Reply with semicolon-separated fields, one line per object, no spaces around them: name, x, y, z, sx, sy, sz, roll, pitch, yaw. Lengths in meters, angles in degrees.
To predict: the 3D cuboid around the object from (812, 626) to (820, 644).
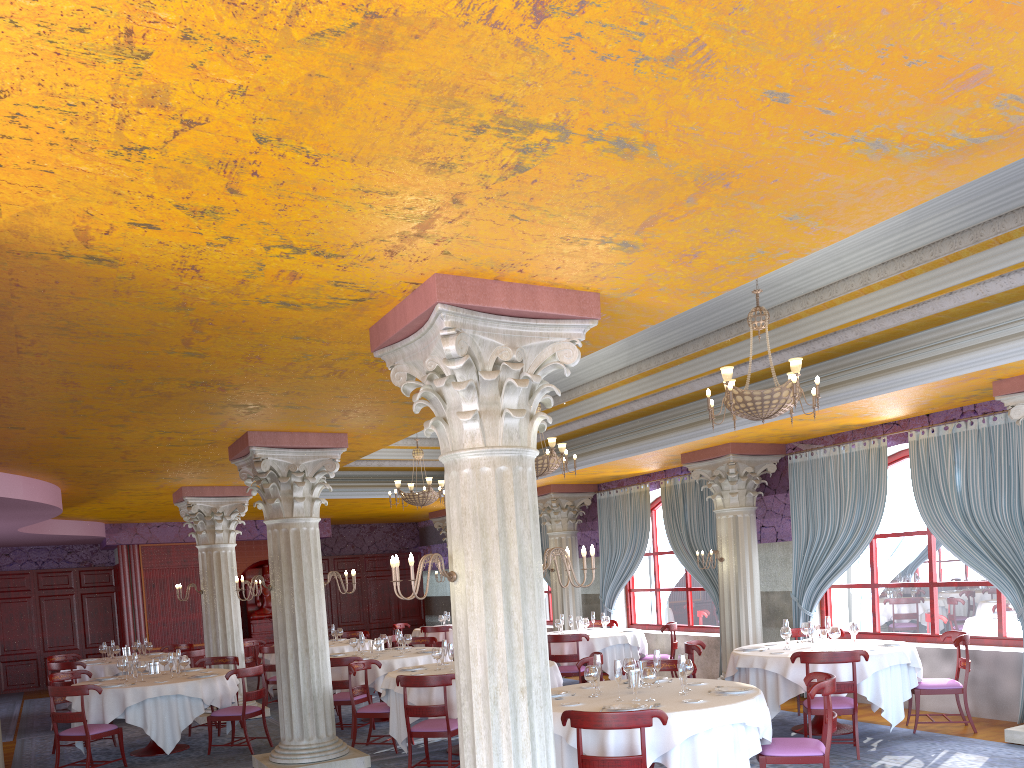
object;3.515;2.907;9.937;0.072;0.212;0.143;-3;-1;41

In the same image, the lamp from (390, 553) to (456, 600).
lamp;-0.541;1.148;5.117;0.381;0.273;0.345;3;-9;-41

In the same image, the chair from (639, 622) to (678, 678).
chair;2.381;4.425;13.891;0.649;1.093;0.749;-4;-2;16

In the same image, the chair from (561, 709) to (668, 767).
chair;0.757;2.792;6.024;0.752;1.094;0.645;-4;-1;16

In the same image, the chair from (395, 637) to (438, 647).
chair;-1.559;4.667;13.875;0.752;1.094;0.645;-4;-1;16

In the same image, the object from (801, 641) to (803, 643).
object;3.593;3.196;10.616;0.022;0.003;0.257;-7;-13;14

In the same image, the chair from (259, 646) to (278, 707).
chair;-3.836;4.933;14.442;0.752;1.094;0.645;-4;-1;16

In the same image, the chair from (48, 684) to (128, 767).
chair;-4.977;4.028;10.009;0.752;1.094;0.645;-4;-1;16

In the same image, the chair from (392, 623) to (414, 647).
chair;-2.258;5.793;18.787;0.649;1.093;0.749;-4;-2;16

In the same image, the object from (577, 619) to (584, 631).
object;1.139;4.015;14.290;0.072;0.212;0.143;-3;-1;41

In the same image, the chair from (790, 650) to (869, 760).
chair;3.239;3.230;8.712;0.752;1.094;0.645;-4;-1;16

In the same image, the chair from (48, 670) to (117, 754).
chair;-5.806;4.414;11.529;0.649;1.093;0.749;-4;-2;16

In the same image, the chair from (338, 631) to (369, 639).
chair;-3.149;5.408;16.788;0.752;1.094;0.645;-4;-1;16

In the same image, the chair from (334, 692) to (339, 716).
chair;-3.076;4.579;13.049;0.649;1.093;0.749;-4;-2;16

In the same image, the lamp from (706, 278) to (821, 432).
lamp;2.191;-0.720;7.634;0.963;2.182;0.953;-3;0;16

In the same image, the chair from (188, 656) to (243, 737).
chair;-4.289;4.502;12.355;0.752;1.094;0.645;-4;-1;16

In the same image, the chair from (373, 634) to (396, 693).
chair;-2.319;5.021;15.268;0.649;1.093;0.749;-4;-2;16

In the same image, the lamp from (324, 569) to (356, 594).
lamp;-1.937;2.237;9.663;0.381;0.273;0.345;3;-9;-41

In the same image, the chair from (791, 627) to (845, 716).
chair;3.927;3.704;11.058;0.752;1.094;0.645;-4;-1;16

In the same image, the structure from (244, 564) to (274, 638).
structure;-5.892;5.256;20.687;0.958;1.852;0.645;-3;1;-29

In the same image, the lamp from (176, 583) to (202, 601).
lamp;-5.088;3.269;13.451;0.381;0.273;0.345;3;-9;-41

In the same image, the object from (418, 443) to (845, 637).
object;3.815;2.734;12.483;2.079;3.589;29.787;-3;-11;-29

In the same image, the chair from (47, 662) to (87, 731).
chair;-7.019;4.980;13.752;0.752;1.094;0.645;-4;-1;16

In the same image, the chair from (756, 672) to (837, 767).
chair;2.274;2.880;6.850;0.649;1.093;0.749;-4;-2;16

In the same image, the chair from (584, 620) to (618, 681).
chair;1.551;4.812;15.412;0.752;1.094;0.645;-4;-1;16

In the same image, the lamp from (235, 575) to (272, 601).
lamp;-2.823;2.212;9.299;0.381;0.273;0.345;3;-9;-41

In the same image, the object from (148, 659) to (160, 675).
object;-4.701;3.705;11.233;0.072;0.212;0.143;-3;-1;41

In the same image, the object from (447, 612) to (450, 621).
object;-1.335;4.985;18.089;0.074;0.337;0.073;-3;2;7

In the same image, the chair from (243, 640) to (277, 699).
chair;-4.666;5.320;15.962;0.649;1.093;0.749;-4;-2;16

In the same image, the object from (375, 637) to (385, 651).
object;-1.971;3.870;12.753;0.072;0.212;0.143;-3;-1;41

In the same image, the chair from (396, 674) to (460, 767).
chair;-0.780;3.509;8.842;0.752;1.094;0.645;-4;-1;16

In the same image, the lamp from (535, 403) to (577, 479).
lamp;0.273;0.174;11.147;0.963;2.182;0.953;-3;0;16

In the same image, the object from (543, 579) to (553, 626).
object;0.828;4.184;19.356;0.158;2.542;3.636;-5;-6;-30

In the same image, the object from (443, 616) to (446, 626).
object;-1.470;5.132;18.499;0.086;0.238;0.085;-3;1;41

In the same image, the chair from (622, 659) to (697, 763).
chair;1.445;3.266;8.371;0.752;1.094;0.645;-4;-1;16

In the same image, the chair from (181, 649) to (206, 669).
chair;-5.502;5.067;14.578;0.649;1.093;0.749;-4;-2;16

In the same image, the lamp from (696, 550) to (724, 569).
lamp;2.870;2.541;12.399;0.381;0.273;0.345;3;-9;-41

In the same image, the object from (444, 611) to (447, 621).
object;-1.445;5.109;18.622;0.074;0.337;0.073;-3;2;7

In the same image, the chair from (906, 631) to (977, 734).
chair;4.756;3.317;9.538;0.649;1.093;0.749;-4;-2;16

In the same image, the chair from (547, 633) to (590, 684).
chair;0.864;4.337;13.065;0.752;1.094;0.645;-4;-1;16

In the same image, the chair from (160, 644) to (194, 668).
chair;-6.332;5.454;16.098;0.752;1.094;0.645;-4;-1;16

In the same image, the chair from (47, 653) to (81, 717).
chair;-7.849;5.367;15.273;0.649;1.093;0.749;-4;-2;16

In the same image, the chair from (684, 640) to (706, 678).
chair;2.410;3.617;10.233;0.649;1.093;0.749;-4;-2;16

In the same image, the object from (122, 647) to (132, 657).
object;-9.534;4.354;15.038;5.661;1.203;0.351;-3;1;0

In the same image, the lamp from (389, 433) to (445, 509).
lamp;-1.613;1.053;14.604;0.963;2.182;0.953;-3;0;16

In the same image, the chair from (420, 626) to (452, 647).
chair;-1.429;5.406;17.266;0.752;1.094;0.645;-4;-1;16

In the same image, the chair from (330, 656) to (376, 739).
chair;-2.247;4.192;11.529;0.752;1.094;0.645;-4;-1;16

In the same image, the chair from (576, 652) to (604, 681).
chair;0.737;3.596;9.668;0.649;1.093;0.749;-4;-2;16

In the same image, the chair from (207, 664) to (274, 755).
chair;-3.460;4.115;10.835;0.649;1.093;0.749;-4;-2;16

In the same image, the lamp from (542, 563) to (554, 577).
lamp;0.605;3.597;16.550;0.381;0.273;0.345;3;-9;-41

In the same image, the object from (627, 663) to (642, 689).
object;1.033;2.470;7.249;0.072;0.212;0.143;-3;-1;41

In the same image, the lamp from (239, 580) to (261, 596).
lamp;-4.225;3.304;13.855;0.381;0.273;0.345;3;-9;-41

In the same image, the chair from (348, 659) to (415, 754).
chair;-1.610;3.896;10.363;0.649;1.093;0.749;-4;-2;16

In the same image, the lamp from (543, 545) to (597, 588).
lamp;0.346;1.173;5.481;0.381;0.273;0.345;3;-9;-41

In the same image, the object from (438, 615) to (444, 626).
object;-1.520;5.099;18.392;0.122;0.265;0.123;-4;0;-15
